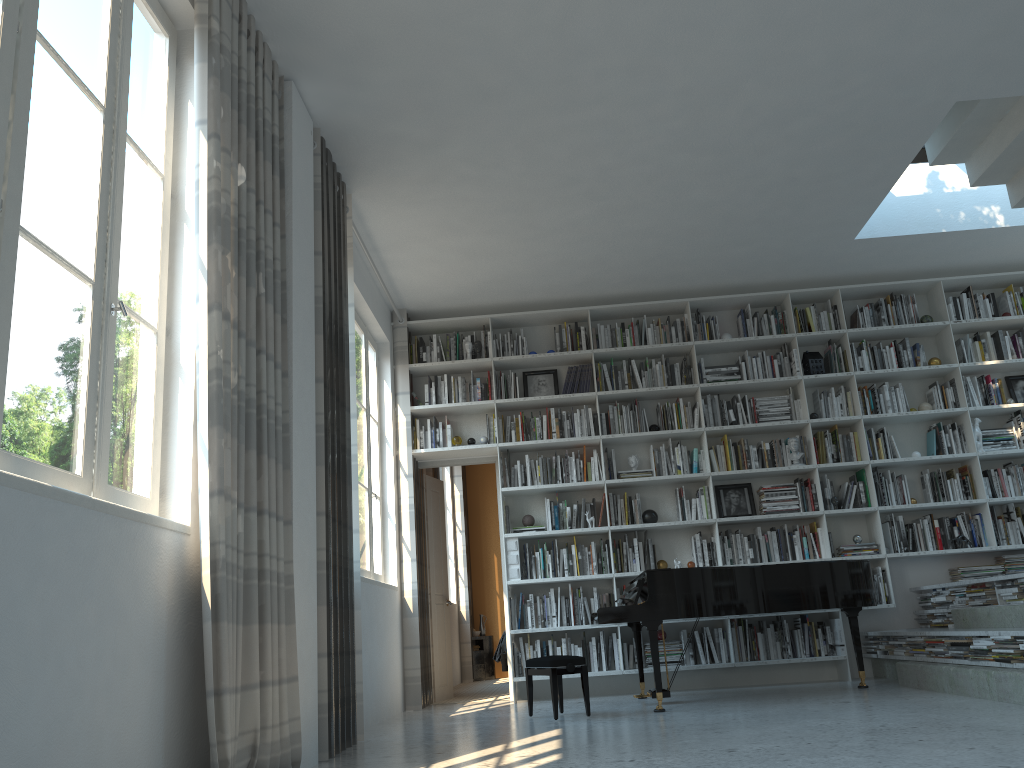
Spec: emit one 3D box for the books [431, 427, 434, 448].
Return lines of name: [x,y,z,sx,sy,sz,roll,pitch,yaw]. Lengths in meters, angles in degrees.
books: [-0.661,0.486,7.485,0.023,0.213,0.141,-4,-16,2]

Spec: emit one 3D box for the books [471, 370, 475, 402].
books: [-0.327,0.056,7.554,0.012,0.302,0.189,-4,-16,2]

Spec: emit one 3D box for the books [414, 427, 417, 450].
books: [-0.806,0.487,7.467,0.013,0.221,0.163,-4,-16,2]

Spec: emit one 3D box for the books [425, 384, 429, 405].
books: [-0.716,0.131,7.566,0.034,0.217,0.167,-4,-16,2]

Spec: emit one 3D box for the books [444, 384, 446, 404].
books: [-0.561,0.121,7.555,0.010,0.208,0.165,-4,-16,2]

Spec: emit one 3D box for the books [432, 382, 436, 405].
books: [-0.653,0.117,7.554,0.022,0.227,0.172,-4,-16,2]

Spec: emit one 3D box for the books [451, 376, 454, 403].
books: [-0.494,0.086,7.556,0.013,0.268,0.162,-4,-16,2]

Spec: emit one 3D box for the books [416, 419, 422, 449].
books: [-0.777,0.456,7.473,0.023,0.281,0.171,-4,-16,2]

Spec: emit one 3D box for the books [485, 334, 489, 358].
books: [-0.204,-0.284,7.650,0.025,0.258,0.138,-4,-15,2]

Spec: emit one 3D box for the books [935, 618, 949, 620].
books: [3.251,1.735,6.559,0.159,0.009,0.229,-5,-16,3]

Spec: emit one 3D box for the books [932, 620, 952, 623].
books: [3.238,1.749,6.556,0.180,0.016,0.183,-4,-16,-1]

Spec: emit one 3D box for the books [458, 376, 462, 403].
books: [-0.431,0.084,7.551,0.025,0.260,0.167,-4,-16,2]

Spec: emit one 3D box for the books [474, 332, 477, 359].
books: [-0.310,-0.290,7.664,0.013,0.291,0.155,-4,-15,2]

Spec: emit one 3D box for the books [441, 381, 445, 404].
books: [-0.579,0.111,7.569,0.024,0.238,0.156,-4,-16,2]

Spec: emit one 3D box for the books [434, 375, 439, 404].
books: [-0.633,0.088,7.556,0.023,0.281,0.186,-4,-16,2]

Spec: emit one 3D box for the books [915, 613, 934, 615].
books: [3.255,1.780,6.871,0.174,0.009,0.240,-5,-16,4]

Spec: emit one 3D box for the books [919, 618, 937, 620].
books: [3.264,1.815,6.861,0.152,0.005,0.243,-6,-16,6]

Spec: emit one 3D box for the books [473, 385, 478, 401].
books: [-0.301,0.116,7.553,0.031,0.182,0.151,-4,-16,2]

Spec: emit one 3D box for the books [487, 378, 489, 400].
books: [-0.196,0.084,7.562,0.014,0.235,0.144,-4,-16,2]

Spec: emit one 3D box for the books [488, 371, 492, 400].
books: [-0.185,0.052,7.557,0.014,0.293,0.173,-4,-16,2]

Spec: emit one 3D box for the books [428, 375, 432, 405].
books: [-0.695,0.091,7.578,0.011,0.295,0.163,-4,-15,2]

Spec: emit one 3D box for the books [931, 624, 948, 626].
books: [3.235,1.775,6.549,0.187,0.009,0.261,-5,-16,5]

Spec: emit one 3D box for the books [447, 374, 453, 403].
books: [-0.520,0.079,7.568,0.037,0.291,0.156,-4,-15,2]

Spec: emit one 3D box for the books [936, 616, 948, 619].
books: [3.256,1.722,6.562,0.137,0.018,0.201,-3,-16,-2]

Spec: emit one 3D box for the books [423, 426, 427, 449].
books: [-0.730,0.482,7.464,0.010,0.219,0.182,-4,-16,2]

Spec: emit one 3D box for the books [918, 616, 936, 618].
books: [3.261,1.803,6.865,0.159,0.009,0.211,-6,-16,6]

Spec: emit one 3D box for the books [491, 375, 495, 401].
books: [-0.158,0.066,7.568,0.037,0.268,0.113,-4,-15,2]

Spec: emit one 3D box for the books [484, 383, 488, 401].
books: [-0.215,0.105,7.543,0.026,0.187,0.154,-4,-16,2]

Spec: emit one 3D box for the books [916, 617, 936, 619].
books: [3.254,1.811,6.863,0.184,0.006,0.263,-5,-16,3]

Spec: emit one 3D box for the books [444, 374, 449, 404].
books: [-0.549,0.079,7.549,0.021,0.285,0.179,-4,-16,2]

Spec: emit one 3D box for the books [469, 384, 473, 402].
books: [-0.342,0.115,7.565,0.029,0.197,0.144,-4,-16,2]

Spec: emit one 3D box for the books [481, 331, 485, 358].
books: [-0.242,-0.295,7.654,0.022,0.285,0.175,-4,-16,2]

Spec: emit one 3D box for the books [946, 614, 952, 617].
books: [3.217,1.628,6.267,0.181,0.017,0.250,-4,-16,-1]

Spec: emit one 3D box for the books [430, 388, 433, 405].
books: [-0.674,0.143,7.575,0.024,0.191,0.138,-4,-16,2]

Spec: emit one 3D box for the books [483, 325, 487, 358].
books: [-0.226,-0.322,7.655,0.014,0.336,0.168,-4,-15,2]

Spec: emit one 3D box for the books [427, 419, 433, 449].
books: [-0.687,0.451,7.478,0.022,0.280,0.157,-4,-15,2]

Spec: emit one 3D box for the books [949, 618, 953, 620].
books: [3.228,1.652,6.260,0.156,0.017,0.264,-3,-16,-2]

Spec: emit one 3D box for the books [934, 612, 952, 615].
books: [3.251,1.699,6.569,0.149,0.014,0.229,-4,-16,0]

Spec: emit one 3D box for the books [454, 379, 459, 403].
books: [-0.465,0.095,7.552,0.021,0.243,0.174,-4,-16,2]

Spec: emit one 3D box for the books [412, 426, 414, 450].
books: [-0.820,0.485,7.467,0.013,0.227,0.179,-4,-16,2]

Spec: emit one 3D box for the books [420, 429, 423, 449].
books: [-0.748,0.497,7.469,0.029,0.196,0.161,-4,-16,2]

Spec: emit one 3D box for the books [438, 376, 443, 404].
books: [-0.606,0.089,7.577,0.028,0.287,0.133,-4,-15,2]

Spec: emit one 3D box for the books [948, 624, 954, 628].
books: [3.216,1.701,6.248,0.189,0.028,0.203,-3,-16,-3]

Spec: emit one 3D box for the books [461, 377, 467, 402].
books: [-0.403,0.086,7.548,0.030,0.250,0.166,-4,-16,2]

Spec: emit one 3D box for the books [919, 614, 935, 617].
books: [3.262,1.791,6.868,0.152,0.015,0.208,-6,-16,7]

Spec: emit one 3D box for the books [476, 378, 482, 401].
books: [-0.273,0.085,7.537,0.029,0.228,0.192,-4,-16,2]

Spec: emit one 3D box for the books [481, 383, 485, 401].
books: [-0.242,0.107,7.559,0.029,0.195,0.146,-4,-16,2]

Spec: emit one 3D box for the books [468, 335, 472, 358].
books: [-0.354,-0.270,7.652,0.021,0.252,0.179,-4,-16,2]

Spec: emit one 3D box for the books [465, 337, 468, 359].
books: [-0.377,-0.266,7.643,0.025,0.243,0.168,-4,-16,2]

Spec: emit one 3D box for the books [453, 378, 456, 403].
books: [-0.481,0.094,7.552,0.012,0.248,0.192,-4,-16,2]

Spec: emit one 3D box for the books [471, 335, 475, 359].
books: [-0.330,-0.276,7.649,0.027,0.258,0.147,-4,-15,2]

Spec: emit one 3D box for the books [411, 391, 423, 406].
books: [-0.791,0.159,7.574,0.121,0.175,0.130,-5,-16,2]

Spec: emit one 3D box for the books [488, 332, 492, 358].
books: [-0.180,-0.293,7.612,0.024,0.251,0.235,-4,-16,2]

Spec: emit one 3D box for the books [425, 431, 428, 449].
books: [-0.708,0.504,7.482,0.029,0.184,0.135,-4,-16,2]

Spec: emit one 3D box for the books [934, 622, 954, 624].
books: [3.252,1.762,6.552,0.160,0.014,0.268,-4,-16,1]

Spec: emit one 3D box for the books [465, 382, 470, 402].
books: [-0.372,0.108,7.560,0.028,0.211,0.139,-4,-16,2]

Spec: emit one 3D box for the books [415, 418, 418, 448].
books: [-0.794,0.453,7.499,0.013,0.302,0.135,-4,-15,2]
